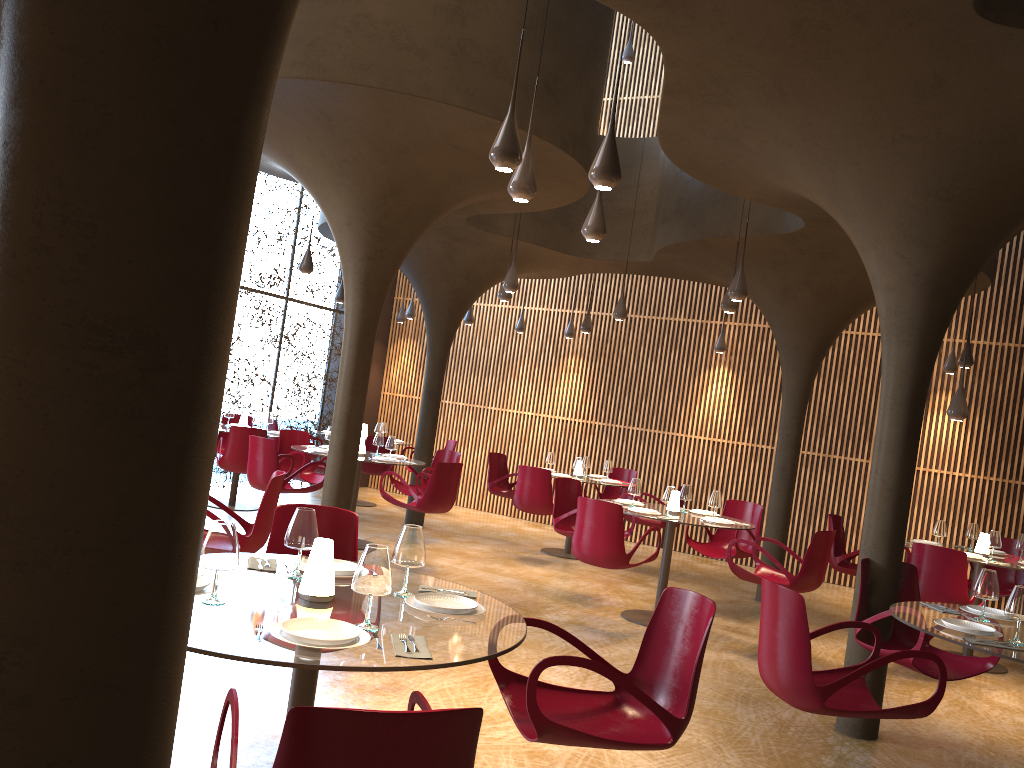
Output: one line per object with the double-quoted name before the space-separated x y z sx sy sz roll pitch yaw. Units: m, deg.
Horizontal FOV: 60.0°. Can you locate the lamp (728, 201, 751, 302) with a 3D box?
"lamp" 2.645 -3.926 8.723 0.196 6.276 0.195 8 0 -26

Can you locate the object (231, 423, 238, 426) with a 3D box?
"object" -4.097 0.625 13.332 0.263 0.029 0.263 9 -2 -24

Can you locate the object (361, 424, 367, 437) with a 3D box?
"object" -2.521 0.796 15.108 0.144 0.232 0.142 8 0 4

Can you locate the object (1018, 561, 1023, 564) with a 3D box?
"object" 5.243 1.816 8.858 0.331 0.014 0.332 7 -2 18

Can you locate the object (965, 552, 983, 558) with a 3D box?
"object" 4.568 1.713 8.879 0.262 0.029 0.263 7 -2 34

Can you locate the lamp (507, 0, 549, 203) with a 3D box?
"lamp" 0.491 -4.307 5.792 0.196 6.276 0.195 8 0 -36

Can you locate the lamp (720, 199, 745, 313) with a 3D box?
"lamp" 2.784 -3.882 9.614 0.196 6.276 0.195 8 0 -26

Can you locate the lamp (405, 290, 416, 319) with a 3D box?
"lamp" -1.419 -4.291 16.107 0.196 6.276 0.195 8 0 -36

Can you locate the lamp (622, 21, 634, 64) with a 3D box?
"lamp" 1.892 -5.949 13.372 0.195 2.224 0.196 8 0 14

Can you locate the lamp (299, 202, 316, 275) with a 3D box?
"lamp" -2.240 -4.532 11.478 0.196 6.276 0.195 8 0 -16

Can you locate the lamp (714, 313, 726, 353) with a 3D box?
"lamp" 3.784 -3.614 14.303 0.195 6.276 0.196 8 0 44

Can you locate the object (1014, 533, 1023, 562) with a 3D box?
"object" 5.232 1.683 9.089 0.142 0.295 0.142 8 0 17

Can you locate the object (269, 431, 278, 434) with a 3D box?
"object" -3.387 0.723 12.934 0.331 0.014 0.332 7 -2 22

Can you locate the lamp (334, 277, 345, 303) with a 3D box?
"lamp" -2.457 -4.469 14.876 0.196 6.276 0.195 8 0 -36

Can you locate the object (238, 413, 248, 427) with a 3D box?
"object" -3.889 0.543 12.839 0.142 0.232 0.144 8 0 -6

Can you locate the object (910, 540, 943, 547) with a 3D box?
"object" 4.500 1.733 9.628 0.332 0.014 0.331 9 -2 -32

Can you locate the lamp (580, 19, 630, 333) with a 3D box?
"lamp" 1.612 -3.922 14.138 0.195 6.276 0.196 8 0 44

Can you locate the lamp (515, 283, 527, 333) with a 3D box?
"lamp" 0.572 -4.021 15.803 0.195 6.276 0.196 8 0 44

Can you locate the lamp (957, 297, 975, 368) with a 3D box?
"lamp" 6.391 -3.322 11.663 0.195 6.276 0.196 8 0 44

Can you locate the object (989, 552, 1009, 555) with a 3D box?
"object" 5.235 1.837 9.679 0.332 0.014 0.331 9 -2 -24

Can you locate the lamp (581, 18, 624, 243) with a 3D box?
"lamp" 1.051 -4.202 6.782 0.196 6.276 0.195 8 0 -26

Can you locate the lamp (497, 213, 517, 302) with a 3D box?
"lamp" 0.333 -4.174 11.426 0.196 6.276 0.195 8 0 -26

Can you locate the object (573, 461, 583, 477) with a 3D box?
"object" 0.962 1.217 12.733 0.142 0.232 0.144 8 0 14

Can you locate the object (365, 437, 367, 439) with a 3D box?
"object" -2.369 0.902 14.619 0.263 0.029 0.263 7 -2 22

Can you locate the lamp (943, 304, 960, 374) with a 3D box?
"lamp" 6.680 -3.255 12.647 0.196 6.276 0.195 8 0 -36

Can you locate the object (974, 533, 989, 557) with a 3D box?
"object" 4.921 1.675 9.265 0.144 0.232 0.142 8 0 24

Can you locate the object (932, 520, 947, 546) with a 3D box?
"object" 4.532 1.593 9.396 0.142 0.295 0.142 8 0 -13

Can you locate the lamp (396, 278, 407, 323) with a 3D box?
"lamp" -1.740 -4.303 17.283 0.196 6.276 0.195 8 0 -36

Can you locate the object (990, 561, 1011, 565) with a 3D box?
"object" 4.744 1.748 8.637 0.262 0.017 0.126 9 -2 -40

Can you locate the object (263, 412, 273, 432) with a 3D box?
"object" -3.582 0.560 13.022 0.142 0.295 0.142 8 0 -21

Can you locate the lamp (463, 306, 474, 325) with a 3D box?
"lamp" -0.337 -4.153 15.606 0.195 6.276 0.196 8 0 44

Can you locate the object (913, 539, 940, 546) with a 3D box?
"object" 4.502 1.724 9.628 0.262 0.029 0.263 7 -2 42

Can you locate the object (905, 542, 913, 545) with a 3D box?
"object" 4.277 1.704 9.426 0.261 0.017 0.127 6 -2 44

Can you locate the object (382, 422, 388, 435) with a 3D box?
"object" -2.214 0.813 15.292 0.142 0.295 0.141 8 0 -44

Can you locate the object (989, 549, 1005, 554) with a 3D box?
"object" 5.237 1.828 9.679 0.263 0.029 0.263 9 -2 -34

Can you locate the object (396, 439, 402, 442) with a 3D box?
"object" -2.018 0.967 15.203 0.262 0.029 0.263 7 -2 31

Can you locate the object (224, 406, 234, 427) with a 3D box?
"object" -4.188 0.479 13.126 0.141 0.295 0.142 8 0 41

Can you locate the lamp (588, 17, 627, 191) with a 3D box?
"lamp" 0.969 -4.256 5.205 0.195 6.276 0.196 8 0 14

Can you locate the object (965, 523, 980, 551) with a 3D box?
"object" 5.024 1.669 9.673 0.142 0.295 0.142 8 0 11

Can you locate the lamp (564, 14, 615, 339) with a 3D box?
"lamp" 1.436 -3.908 15.524 0.196 6.276 0.195 8 0 -36

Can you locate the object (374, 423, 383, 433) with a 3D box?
"object" -2.230 0.798 14.818 0.142 0.295 0.142 8 0 -12

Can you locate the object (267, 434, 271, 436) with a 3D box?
"object" -3.442 0.708 12.388 0.126 0.017 0.262 8 -2 -11

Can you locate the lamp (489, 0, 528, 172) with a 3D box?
"lamp" 0.387 -4.341 5.099 0.195 6.276 0.196 8 0 14

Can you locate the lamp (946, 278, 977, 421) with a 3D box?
"lamp" 4.749 -2.754 8.607 0.196 6.276 0.195 8 0 -16

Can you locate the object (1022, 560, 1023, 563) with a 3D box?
"object" 5.244 1.806 8.858 0.263 0.029 0.263 7 -2 24

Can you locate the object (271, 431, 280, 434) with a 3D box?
"object" -3.386 0.714 12.934 0.263 0.029 0.263 7 -2 22

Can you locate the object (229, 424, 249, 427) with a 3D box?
"object" -4.098 0.635 13.332 0.331 0.014 0.332 7 -2 21

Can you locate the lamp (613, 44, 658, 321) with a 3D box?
"lamp" 1.855 -3.953 11.747 0.195 6.276 0.196 8 0 44

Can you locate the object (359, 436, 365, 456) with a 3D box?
"object" -1.901 0.774 11.131 0.142 0.232 0.144 8 0 -16

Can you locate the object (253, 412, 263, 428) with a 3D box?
"object" -3.598 0.545 12.548 0.141 0.295 0.142 8 0 45

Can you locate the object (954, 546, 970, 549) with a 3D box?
"object" 5.040 1.824 9.909 0.262 0.017 0.126 9 -2 -44

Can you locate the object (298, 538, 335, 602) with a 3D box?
"object" -0.752 0.724 3.473 0.142 0.232 0.144 8 0 -11

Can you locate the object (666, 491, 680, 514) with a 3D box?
"object" 1.680 1.220 9.175 0.142 0.232 0.144 8 0 4

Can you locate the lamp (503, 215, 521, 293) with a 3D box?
"lamp" 0.410 -4.190 10.466 0.196 6.276 0.195 8 0 -26

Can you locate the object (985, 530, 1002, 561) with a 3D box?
"object" 4.816 1.618 8.870 0.141 0.295 0.142 8 0 38

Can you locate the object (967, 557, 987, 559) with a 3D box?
"object" 4.566 1.722 8.879 0.332 0.014 0.331 9 -2 -33
